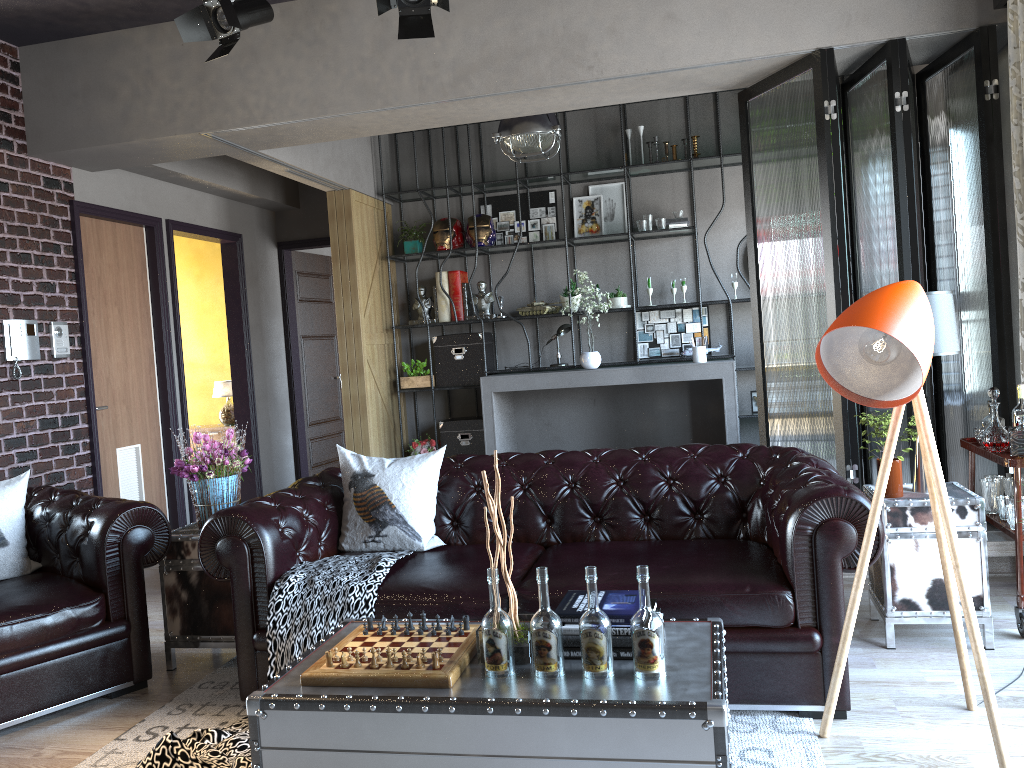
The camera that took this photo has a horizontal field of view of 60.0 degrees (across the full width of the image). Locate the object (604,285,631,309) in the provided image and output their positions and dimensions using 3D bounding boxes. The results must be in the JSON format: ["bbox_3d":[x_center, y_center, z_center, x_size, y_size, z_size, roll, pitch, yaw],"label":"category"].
[{"bbox_3d":[0.932,-0.773,7.884,0.235,0.212,0.235,-5,2,-32],"label":"object"}]

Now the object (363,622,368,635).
[{"bbox_3d":[-0.447,0.744,2.699,0.017,0.037,0.017,-4,2,-7],"label":"object"}]

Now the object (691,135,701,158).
[{"bbox_3d":[1.584,-2.041,7.664,0.130,0.232,0.130,-4,2,-10],"label":"object"}]

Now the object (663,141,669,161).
[{"bbox_3d":[1.374,-2.032,7.861,0.080,0.226,0.080,-5,2,-14],"label":"object"}]

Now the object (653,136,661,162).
[{"bbox_3d":[1.260,-2.026,7.712,0.100,0.243,0.100,-3,2,22],"label":"object"}]

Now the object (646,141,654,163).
[{"bbox_3d":[1.219,-2.021,7.796,0.084,0.233,0.084,-3,2,40],"label":"object"}]

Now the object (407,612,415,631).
[{"bbox_3d":[-0.311,0.724,2.713,0.025,0.055,0.024,-5,2,-32],"label":"object"}]

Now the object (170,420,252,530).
[{"bbox_3d":[-1.372,0.418,4.083,0.349,0.484,0.352,-2,3,43],"label":"object"}]

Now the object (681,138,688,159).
[{"bbox_3d":[1.525,-2.042,7.777,0.084,0.233,0.084,-4,2,-6],"label":"object"}]

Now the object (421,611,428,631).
[{"bbox_3d":[-0.270,0.720,2.705,0.025,0.058,0.025,-4,2,6],"label":"object"}]

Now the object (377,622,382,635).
[{"bbox_3d":[-0.402,0.741,2.688,0.017,0.037,0.017,-3,2,19],"label":"object"}]

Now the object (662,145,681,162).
[{"bbox_3d":[1.410,-1.990,7.690,0.189,0.152,0.190,-3,3,36],"label":"object"}]

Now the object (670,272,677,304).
[{"bbox_3d":[1.455,-0.860,7.987,0.113,0.301,0.113,-3,2,31],"label":"object"}]

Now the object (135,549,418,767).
[{"bbox_3d":[-0.838,1.014,3.144,0.562,0.569,1.700,-3,3,33],"label":"object"}]

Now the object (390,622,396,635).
[{"bbox_3d":[-0.360,0.738,2.679,0.017,0.037,0.017,-3,2,19],"label":"object"}]

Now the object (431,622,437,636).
[{"bbox_3d":[-0.235,0.731,2.649,0.017,0.037,0.017,-3,2,19],"label":"object"}]

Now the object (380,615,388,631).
[{"bbox_3d":[-0.397,0.735,2.731,0.026,0.044,0.026,-5,2,-32],"label":"object"}]

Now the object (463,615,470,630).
[{"bbox_3d":[-0.138,0.721,2.676,0.019,0.040,0.019,-5,2,-13],"label":"object"}]

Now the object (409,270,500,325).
[{"bbox_3d":[-0.547,-0.808,8.250,0.833,0.466,0.290,-4,2,13],"label":"object"}]

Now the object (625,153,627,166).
[{"bbox_3d":[0.993,-1.952,7.773,0.135,0.129,0.135,-5,2,-14],"label":"object"}]

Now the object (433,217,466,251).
[{"bbox_3d":[-0.601,-1.380,8.207,0.280,0.327,0.399,-3,2,18],"label":"object"}]

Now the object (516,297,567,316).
[{"bbox_3d":[0.287,-0.713,8.071,0.207,0.170,0.577,-6,3,-42],"label":"object"}]

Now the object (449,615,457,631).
[{"bbox_3d":[-0.182,0.722,2.683,0.026,0.044,0.026,-5,2,-32],"label":"object"}]

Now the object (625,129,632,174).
[{"bbox_3d":[1.067,-2.099,8.009,0.128,0.390,0.128,-5,2,-19],"label":"object"}]

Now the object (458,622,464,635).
[{"bbox_3d":[-0.152,0.725,2.632,0.017,0.037,0.017,-3,2,32],"label":"object"}]

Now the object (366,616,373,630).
[{"bbox_3d":[-0.440,0.739,2.743,0.019,0.040,0.019,-5,2,-13],"label":"object"}]

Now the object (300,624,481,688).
[{"bbox_3d":[-0.320,0.777,2.559,0.429,0.036,0.429,-4,3,13],"label":"object"}]

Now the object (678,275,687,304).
[{"bbox_3d":[1.493,-0.823,7.712,0.113,0.246,0.113,-3,2,31],"label":"object"}]

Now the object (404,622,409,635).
[{"bbox_3d":[-0.318,0.736,2.669,0.017,0.037,0.017,-3,2,19],"label":"object"}]

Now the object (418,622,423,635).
[{"bbox_3d":[-0.275,0.733,2.661,0.017,0.037,0.017,-3,2,19],"label":"object"}]

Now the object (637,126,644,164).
[{"bbox_3d":[1.161,-2.101,7.915,0.128,0.390,0.128,-5,2,-28],"label":"object"}]

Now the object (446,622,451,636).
[{"bbox_3d":[-0.190,0.728,2.638,0.017,0.037,0.017,-3,2,19],"label":"object"}]

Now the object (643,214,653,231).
[{"bbox_3d":[1.198,-1.405,7.790,0.087,0.155,0.087,-3,2,25],"label":"object"}]

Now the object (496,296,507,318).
[{"bbox_3d":[-0.102,-0.700,8.043,0.093,0.200,0.093,-4,2,8],"label":"object"}]

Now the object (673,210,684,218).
[{"bbox_3d":[1.476,-1.494,7.845,0.103,0.068,0.103,-4,2,6],"label":"object"}]

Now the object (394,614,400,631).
[{"bbox_3d":[-0.356,0.731,2.723,0.022,0.047,0.022,-5,2,-32],"label":"object"}]

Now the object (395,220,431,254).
[{"bbox_3d":[-0.932,-1.362,8.297,0.324,0.339,0.295,-5,2,-31],"label":"object"}]

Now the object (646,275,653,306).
[{"bbox_3d":[1.201,-0.817,7.739,0.113,0.275,0.113,-4,2,16],"label":"object"}]

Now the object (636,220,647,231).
[{"bbox_3d":[1.130,-1.368,7.700,0.093,0.099,0.092,-6,3,-40],"label":"object"}]

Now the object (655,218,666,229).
[{"bbox_3d":[1.288,-1.378,7.665,0.092,0.099,0.092,-5,2,-30],"label":"object"}]

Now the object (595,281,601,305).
[{"bbox_3d":[0.787,-0.802,8.089,0.113,0.273,0.113,-5,2,-21],"label":"object"}]

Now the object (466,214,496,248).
[{"bbox_3d":[-0.290,-1.399,8.137,0.280,0.327,0.399,-4,2,3],"label":"object"}]

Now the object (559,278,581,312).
[{"bbox_3d":[0.529,-0.794,7.953,0.137,0.305,0.193,-6,3,-43],"label":"object"}]

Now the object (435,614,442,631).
[{"bbox_3d":[-0.225,0.723,2.694,0.022,0.047,0.022,-5,2,-32],"label":"object"}]
